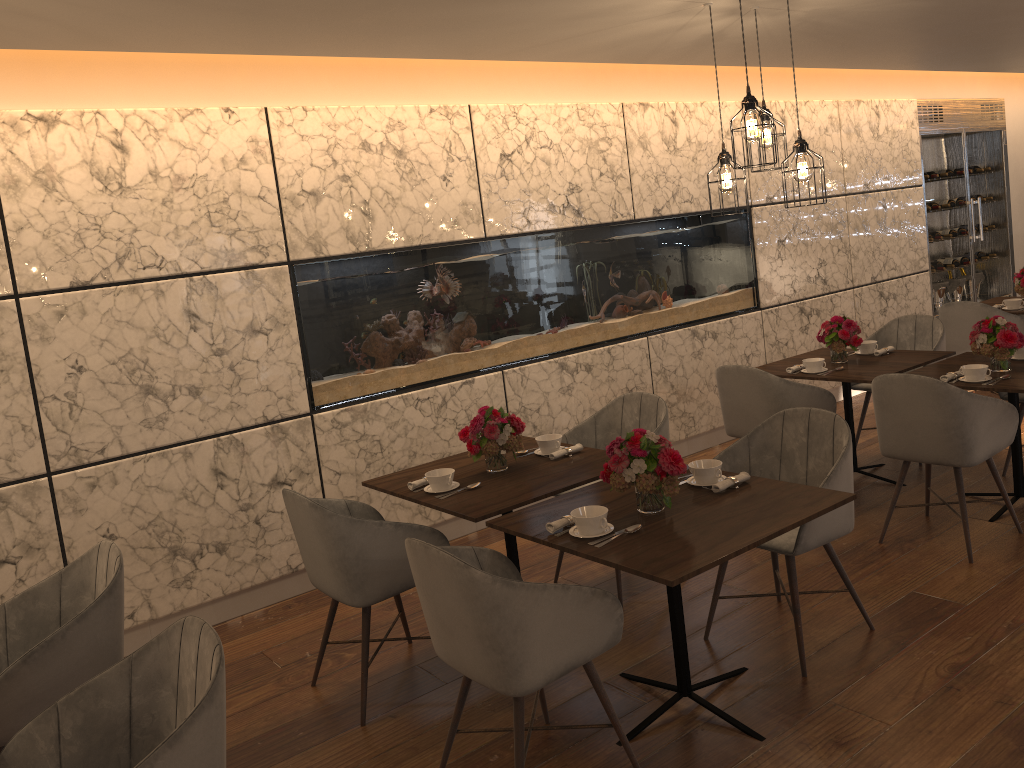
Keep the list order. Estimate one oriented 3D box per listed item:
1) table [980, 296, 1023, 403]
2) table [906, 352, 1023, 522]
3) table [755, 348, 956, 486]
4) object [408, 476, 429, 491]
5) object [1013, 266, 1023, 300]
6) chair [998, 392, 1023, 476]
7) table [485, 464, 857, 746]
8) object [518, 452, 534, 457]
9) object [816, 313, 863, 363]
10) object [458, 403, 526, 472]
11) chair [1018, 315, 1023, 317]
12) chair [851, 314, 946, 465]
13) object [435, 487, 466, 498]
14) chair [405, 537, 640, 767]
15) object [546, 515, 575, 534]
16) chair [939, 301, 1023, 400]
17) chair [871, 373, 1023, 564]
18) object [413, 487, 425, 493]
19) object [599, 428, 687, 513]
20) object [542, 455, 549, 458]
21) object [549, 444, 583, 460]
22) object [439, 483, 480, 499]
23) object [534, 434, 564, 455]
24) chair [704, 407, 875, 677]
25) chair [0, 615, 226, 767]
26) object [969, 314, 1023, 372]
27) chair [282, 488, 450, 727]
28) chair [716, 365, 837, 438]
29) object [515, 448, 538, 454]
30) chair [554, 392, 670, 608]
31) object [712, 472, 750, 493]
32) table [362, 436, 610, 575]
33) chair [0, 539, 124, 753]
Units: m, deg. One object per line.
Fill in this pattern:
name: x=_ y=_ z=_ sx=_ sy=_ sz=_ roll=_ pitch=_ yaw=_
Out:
table: x=4.014 y=-0.261 z=6.823 sx=0.901 sy=0.716 sz=0.897 roll=-13 pitch=10 yaw=-36
table: x=2.618 y=0.278 z=4.600 sx=0.901 sy=0.716 sz=0.897 roll=-13 pitch=10 yaw=-36
table: x=2.047 y=0.222 z=5.370 sx=0.901 sy=0.716 sz=0.897 roll=-13 pitch=10 yaw=-36
object: x=-0.357 y=0.408 z=3.720 sx=0.176 sy=0.039 sz=0.056 roll=-14 pitch=11 yaw=-36
object: x=3.963 y=-0.764 z=6.756 sx=0.234 sy=0.299 sz=0.308 roll=-3 pitch=9 yaw=29
chair: x=3.119 y=0.071 z=5.017 sx=0.529 sy=0.867 sz=0.565 roll=-12 pitch=9 yaw=-36
table: x=0.571 y=0.781 z=3.089 sx=0.901 sy=0.716 sz=0.897 roll=-13 pitch=10 yaw=-36
object: x=0.108 y=0.311 z=4.063 sx=0.212 sy=0.004 sz=0.022 roll=-14 pitch=11 yaw=-36
object: x=1.960 y=-0.281 z=5.331 sx=0.234 sy=0.299 sz=0.306 roll=-9 pitch=8 yaw=-14
object: x=-0.086 y=0.223 z=3.823 sx=0.307 sy=0.299 sz=0.234 roll=-12 pitch=9 yaw=-34
chair: x=4.515 y=-0.469 z=7.240 sx=0.529 sy=0.867 sz=0.565 roll=-12 pitch=9 yaw=-36
chair: x=2.548 y=0.015 z=5.787 sx=0.529 sy=0.867 sz=0.565 roll=-12 pitch=9 yaw=-36
object: x=-0.219 y=0.431 z=3.583 sx=0.212 sy=0.004 sz=0.022 roll=-14 pitch=11 yaw=-36
chair: x=0.009 y=0.832 z=2.738 sx=0.529 sy=0.867 sz=0.565 roll=-12 pitch=9 yaw=-36
object: x=0.190 y=0.461 z=2.982 sx=0.176 sy=0.039 sz=0.056 roll=-14 pitch=11 yaw=-36
chair: x=3.451 y=-0.210 z=6.473 sx=0.529 sy=0.867 sz=0.565 roll=-12 pitch=9 yaw=-36
chair: x=2.056 y=0.329 z=4.250 sx=0.529 sy=0.867 sz=0.565 roll=-12 pitch=9 yaw=-36
object: x=-0.328 y=0.415 z=3.698 sx=0.193 sy=0.024 sz=0.025 roll=-14 pitch=10 yaw=-36
object: x=0.458 y=0.284 z=3.041 sx=0.305 sy=0.299 sz=0.236 roll=-2 pitch=9 yaw=31
object: x=0.214 y=0.307 z=3.945 sx=0.193 sy=0.024 sz=0.025 roll=-14 pitch=10 yaw=-36
object: x=0.241 y=0.300 z=3.923 sx=0.176 sy=0.039 sz=0.056 roll=-14 pitch=11 yaw=-36
object: x=-0.209 y=0.428 z=3.556 sx=0.198 sy=0.015 sz=0.043 roll=-13 pitch=11 yaw=-32
object: x=0.171 y=0.277 z=4.012 sx=0.148 sy=0.072 sz=0.149 roll=-2 pitch=10 yaw=31
chair: x=1.072 y=0.574 z=3.505 sx=0.529 sy=0.867 sz=0.565 roll=-12 pitch=9 yaw=-36
chair: x=-0.895 y=1.058 z=2.052 sx=0.529 sy=0.867 sz=0.565 roll=-12 pitch=9 yaw=-36
object: x=2.504 y=-0.219 z=4.552 sx=0.234 sy=0.299 sz=0.307 roll=-8 pitch=8 yaw=-3
chair: x=-0.563 y=0.777 z=3.509 sx=0.529 sy=0.867 sz=0.565 roll=-12 pitch=9 yaw=-36
chair: x=1.484 y=0.273 z=5.020 sx=0.529 sy=0.867 sz=0.565 roll=-12 pitch=9 yaw=-36
object: x=0.092 y=0.302 z=4.095 sx=0.198 sy=0.015 sz=0.043 roll=-15 pitch=12 yaw=-39
chair: x=0.501 y=0.518 z=4.275 sx=0.529 sy=0.867 sz=0.565 roll=-12 pitch=9 yaw=-36
object: x=0.788 y=0.353 z=3.185 sx=0.176 sy=0.039 sz=0.056 roll=-14 pitch=11 yaw=-36
table: x=0.000 y=0.726 z=3.859 sx=0.901 sy=0.716 sz=0.897 roll=-13 pitch=10 yaw=-36
chair: x=-1.466 y=1.002 z=2.822 sx=0.529 sy=0.867 sz=0.565 roll=-12 pitch=9 yaw=-36
